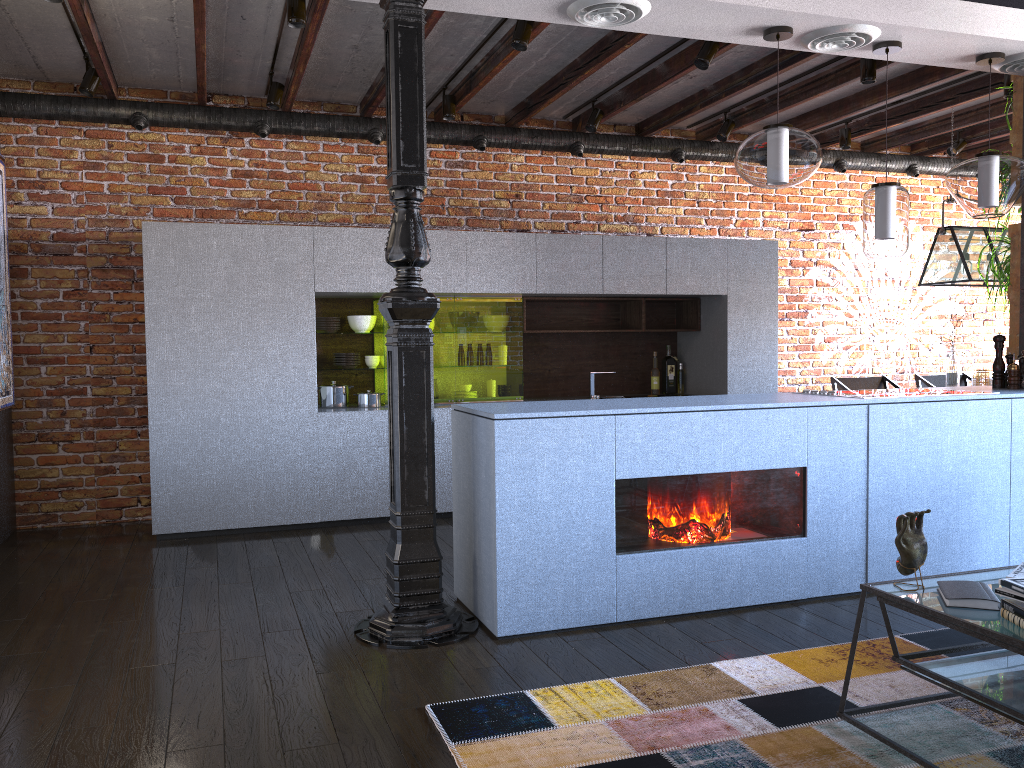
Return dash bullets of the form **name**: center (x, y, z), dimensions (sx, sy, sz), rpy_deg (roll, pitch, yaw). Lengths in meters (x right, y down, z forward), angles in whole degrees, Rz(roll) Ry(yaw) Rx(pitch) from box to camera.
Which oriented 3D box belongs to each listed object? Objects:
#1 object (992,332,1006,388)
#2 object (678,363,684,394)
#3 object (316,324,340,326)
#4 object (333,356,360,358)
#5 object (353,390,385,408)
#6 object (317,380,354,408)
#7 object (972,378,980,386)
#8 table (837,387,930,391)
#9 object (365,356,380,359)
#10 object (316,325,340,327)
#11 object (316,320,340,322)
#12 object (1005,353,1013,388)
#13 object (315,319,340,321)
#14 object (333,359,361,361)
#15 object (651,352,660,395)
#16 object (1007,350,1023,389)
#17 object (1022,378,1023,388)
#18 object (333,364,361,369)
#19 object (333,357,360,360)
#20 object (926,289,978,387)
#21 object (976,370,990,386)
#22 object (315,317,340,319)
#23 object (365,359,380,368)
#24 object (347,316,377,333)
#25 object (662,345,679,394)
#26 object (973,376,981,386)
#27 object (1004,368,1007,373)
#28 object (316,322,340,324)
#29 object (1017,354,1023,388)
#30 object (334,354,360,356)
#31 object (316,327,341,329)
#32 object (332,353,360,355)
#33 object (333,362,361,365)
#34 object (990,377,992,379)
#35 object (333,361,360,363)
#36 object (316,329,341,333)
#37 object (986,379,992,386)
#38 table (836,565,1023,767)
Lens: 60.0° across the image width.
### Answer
- **object**: center (2.469, -0.120, 4.495), dimensions (0.061, 0.283, 0.061), rpy_deg (-1, 3, -5)
- **object**: center (1.276, -0.043, 6.705), dimensions (0.047, 0.235, 0.047), rpy_deg (-3, 3, -32)
- **object**: center (-1.206, -0.376, 5.765), dimensions (0.180, 0.027, 0.180), rpy_deg (1, 3, 39)
- **object**: center (-1.085, -0.170, 5.816), dimensions (0.180, 0.027, 0.180), rpy_deg (1, 3, 39)
- **object**: center (-0.920, 0.096, 5.708), dimensions (0.172, 0.117, 0.159), rpy_deg (0, 3, 23)
- **object**: center (-1.148, 0.066, 5.731), dimensions (0.208, 0.178, 0.193), rpy_deg (0, 3, 23)
- **object**: center (3.314, -0.006, 6.331), dimensions (0.060, 0.073, 0.060), rpy_deg (0, 3, 12)
- **table**: center (3.298, 0.408, 6.166), dimensions (1.887, 0.737, 0.905), rpy_deg (-2, 3, -19)
- **object**: center (-0.925, -0.157, 5.879), dimensions (0.100, 0.059, 0.100), rpy_deg (-1, 3, -5)
- **object**: center (-1.206, -0.366, 5.766), dimensions (0.180, 0.027, 0.180), rpy_deg (1, 3, 39)
- **object**: center (-1.207, -0.398, 5.764), dimensions (0.180, 0.027, 0.180), rpy_deg (1, 3, 39)
- **object**: center (2.538, -0.071, 4.522), dimensions (0.048, 0.180, 0.048), rpy_deg (1, 3, 31)
- **object**: center (-1.207, -0.409, 5.764), dimensions (0.180, 0.027, 0.180), rpy_deg (1, 3, 39)
- **object**: center (-1.085, -0.148, 5.818), dimensions (0.180, 0.027, 0.180), rpy_deg (1, 3, 39)
- **object**: center (1.073, -0.081, 6.644), dimensions (0.063, 0.323, 0.063), rpy_deg (1, 3, 29)
- **object**: center (2.509, -0.072, 4.412), dimensions (0.081, 0.192, 0.058), rpy_deg (0, 3, 22)
- **object**: center (2.568, -0.043, 4.394), dimensions (0.069, 0.135, 0.069), rpy_deg (-3, 4, -39)
- **object**: center (-1.084, -0.116, 5.819), dimensions (0.180, 0.027, 0.180), rpy_deg (1, 3, 39)
- **object**: center (-1.085, -0.159, 5.817), dimensions (0.180, 0.027, 0.180), rpy_deg (1, 3, 39)
- **object**: center (3.058, -0.313, 6.137), dimensions (0.194, 0.709, 0.443), rpy_deg (-1, 3, -3)
- **object**: center (3.247, -0.029, 6.117), dimensions (0.086, 0.140, 0.086), rpy_deg (2, 4, 44)
- **object**: center (-1.207, -0.419, 5.763), dimensions (0.180, 0.027, 0.180), rpy_deg (1, 3, 39)
- **object**: center (-0.925, -0.137, 5.880), dimensions (0.100, 0.059, 0.100), rpy_deg (-1, 3, -5)
- **object**: center (-0.988, -0.392, 5.847), dimensions (0.191, 0.113, 0.191), rpy_deg (-1, 3, -10)
- **object**: center (1.197, -0.108, 6.678), dimensions (0.109, 0.369, 0.095), rpy_deg (-2, 3, -19)
- **object**: center (3.283, -0.010, 6.265), dimensions (0.054, 0.087, 0.054), rpy_deg (0, 3, 14)
- **object**: center (3.521, -0.080, 6.286), dimensions (0.060, 0.073, 0.060), rpy_deg (-3, 4, -42)
- **object**: center (-1.207, -0.387, 5.765), dimensions (0.180, 0.027, 0.180), rpy_deg (1, 3, 39)
- **object**: center (2.571, -0.068, 4.467), dimensions (0.048, 0.180, 0.048), rpy_deg (-3, 4, -36)
- **object**: center (-1.085, -0.181, 5.816), dimensions (0.180, 0.027, 0.180), rpy_deg (1, 3, 39)
- **object**: center (-1.206, -0.355, 5.766), dimensions (0.180, 0.027, 0.180), rpy_deg (1, 3, 39)
- **object**: center (-1.085, -0.191, 5.815), dimensions (0.180, 0.027, 0.180), rpy_deg (1, 3, 39)
- **object**: center (-1.085, -0.127, 5.819), dimensions (0.180, 0.027, 0.180), rpy_deg (1, 3, 39)
- **object**: center (3.450, -0.009, 6.363), dimensions (0.060, 0.073, 0.060), rpy_deg (0, 3, 12)
- **object**: center (-1.085, -0.138, 5.818), dimensions (0.180, 0.027, 0.180), rpy_deg (1, 3, 39)
- **object**: center (-1.206, -0.344, 5.767), dimensions (0.180, 0.027, 0.180), rpy_deg (1, 3, 39)
- **object**: center (3.342, -0.001, 6.210), dimensions (0.060, 0.073, 0.060), rpy_deg (0, 3, 12)
- **table**: center (1.463, 0.761, 2.267), dimensions (0.848, 0.389, 0.842), rpy_deg (-2, 3, -19)
